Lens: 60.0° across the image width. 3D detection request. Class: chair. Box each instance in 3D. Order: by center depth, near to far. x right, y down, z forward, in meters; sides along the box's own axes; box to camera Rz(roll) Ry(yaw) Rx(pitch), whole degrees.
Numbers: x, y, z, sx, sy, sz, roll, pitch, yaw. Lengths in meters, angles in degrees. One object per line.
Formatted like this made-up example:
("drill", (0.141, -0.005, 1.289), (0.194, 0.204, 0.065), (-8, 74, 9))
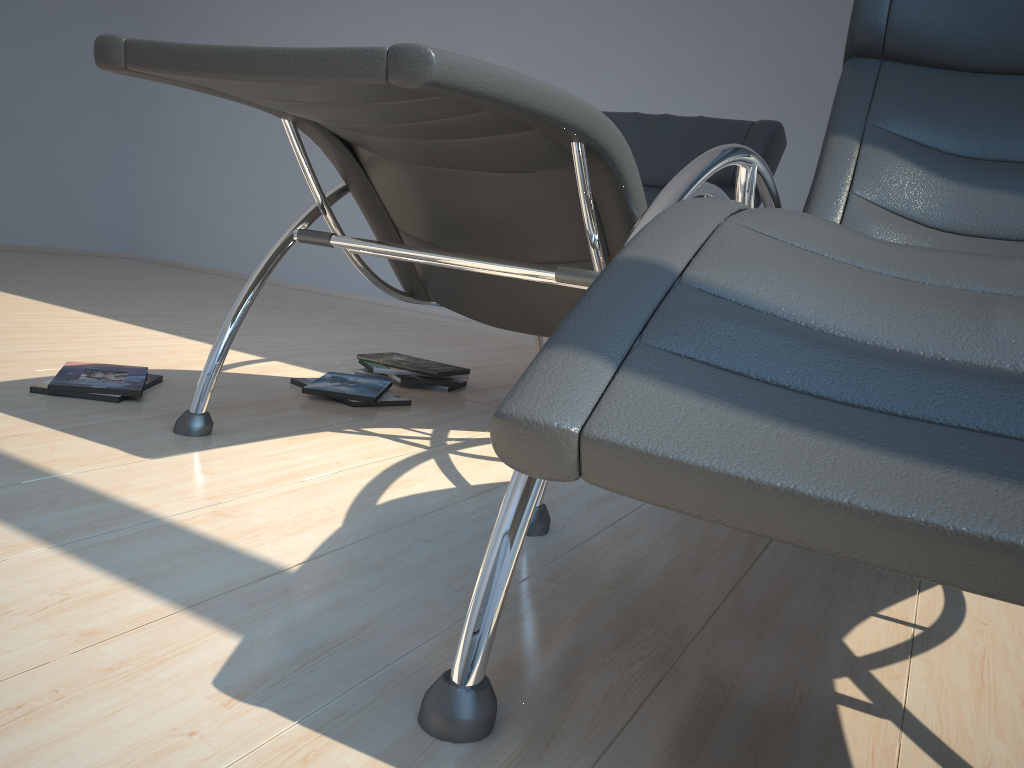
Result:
("chair", (0.721, -0.274, 1.309), (0.836, 1.251, 1.938), (12, 10, 25))
("chair", (0.066, -0.350, 2.201), (0.836, 0.953, 2.114), (12, 10, 25))

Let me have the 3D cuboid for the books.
("books", (-0.408, 0.205, 0.591), (1.045, 0.222, 4.790), (7, 9, -7))
